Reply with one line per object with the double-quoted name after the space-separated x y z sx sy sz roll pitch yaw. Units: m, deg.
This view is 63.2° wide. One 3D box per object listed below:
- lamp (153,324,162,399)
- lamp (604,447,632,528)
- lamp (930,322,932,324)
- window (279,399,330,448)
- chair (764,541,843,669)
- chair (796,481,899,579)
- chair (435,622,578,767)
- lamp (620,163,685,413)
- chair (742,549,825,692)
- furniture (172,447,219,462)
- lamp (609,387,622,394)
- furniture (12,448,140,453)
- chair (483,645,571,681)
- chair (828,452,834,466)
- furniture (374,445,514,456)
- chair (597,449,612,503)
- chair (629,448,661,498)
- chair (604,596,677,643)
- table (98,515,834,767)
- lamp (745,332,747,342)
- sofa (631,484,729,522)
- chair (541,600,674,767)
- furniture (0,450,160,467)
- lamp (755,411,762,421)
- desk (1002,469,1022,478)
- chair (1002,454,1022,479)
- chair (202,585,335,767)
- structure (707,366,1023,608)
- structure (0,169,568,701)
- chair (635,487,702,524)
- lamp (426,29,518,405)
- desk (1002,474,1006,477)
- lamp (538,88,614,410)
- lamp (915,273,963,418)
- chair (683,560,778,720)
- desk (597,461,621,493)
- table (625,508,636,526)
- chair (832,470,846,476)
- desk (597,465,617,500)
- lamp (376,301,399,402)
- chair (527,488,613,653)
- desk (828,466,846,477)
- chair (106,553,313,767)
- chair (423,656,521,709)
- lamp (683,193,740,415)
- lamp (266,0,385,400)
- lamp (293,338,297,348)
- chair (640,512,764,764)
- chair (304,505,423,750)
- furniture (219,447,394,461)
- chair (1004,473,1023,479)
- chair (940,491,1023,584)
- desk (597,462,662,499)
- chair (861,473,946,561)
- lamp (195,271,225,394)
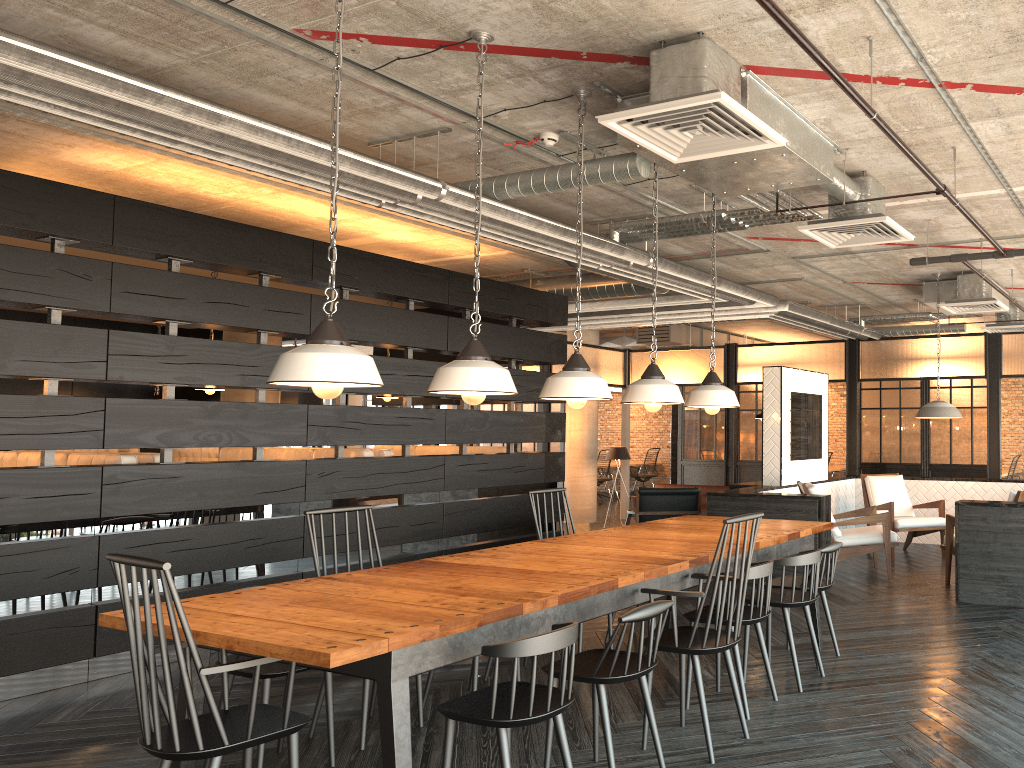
-3.967 -0.274 9.338 0.215 1.049 0.172 2 -3 -18 "lamp"
1.798 1.534 12.492 0.892 1.178 0.518 1 -3 -9 "lamp"
7.603 -0.440 14.238 0.260 0.857 3.908 -1 -3 38 "lamp"
-4.755 0.917 16.676 0.214 2.873 2.852 -1 -3 38 "window"
1.798 1.336 5.161 0.403 0.725 0.428 -1 -4 34 "chair"
3.315 1.429 8.273 0.947 0.906 0.718 0 -3 2 "chair"
-0.004 1.194 2.870 0.387 0.737 0.428 -1 -3 34 "chair"
0.809 -0.706 4.725 0.423 1.736 0.309 3 -3 -37 "lamp"
1.532 1.304 4.727 0.387 0.737 0.428 -1 -3 34 "chair"
-3.600 1.326 9.769 1.646 1.260 0.662 -1 -4 31 "furniture"
1.566 -0.253 17.641 0.260 0.857 3.908 -1 -3 38 "lamp"
-4.549 1.255 8.576 1.644 1.260 1.222 -2 -4 33 "furniture"
0.107 1.310 4.763 0.403 0.725 0.428 -1 -4 34 "chair"
5.238 1.716 14.527 0.608 1.062 0.791 -1 -4 35 "chair"
-0.831 1.240 8.201 1.638 1.260 0.675 -1 -4 31 "furniture"
1.650 1.827 16.550 0.608 1.062 0.791 -1 -4 35 "chair"
2.836 1.915 18.039 0.608 1.062 0.791 -1 -4 35 "chair"
0.890 1.354 5.608 0.387 0.737 0.428 -1 -3 34 "chair"
0.393 1.243 4.177 1.036 0.791 4.293 -2 -4 38 "table"
5.153 -0.364 15.619 0.260 0.857 3.908 -1 -3 38 "lamp"
2.537 1.770 11.855 1.411 0.637 0.768 -2 -4 31 "sofa"
0.376 1.227 3.334 0.403 0.725 0.428 -1 -4 34 "chair"
-2.976 1.080 5.507 1.636 1.260 1.222 -2 -4 33 "furniture"
2.846 0.337 9.357 0.233 0.171 0.191 0 -3 0 "lamp"
8.531 1.910 14.792 0.696 0.720 1.882 -2 -4 37 "desk"
7.688 1.640 13.146 0.608 1.062 0.791 -1 -4 35 "chair"
-0.976 1.224 3.418 0.387 0.737 0.428 -1 -3 34 "chair"
4.382 0.863 8.917 3.448 2.114 4.234 -2 -4 35 "structure"
-3.744 0.424 7.085 5.314 2.740 6.267 -2 -4 35 "structure"
1.800 1.561 9.639 0.768 0.795 1.003 0 -3 2 "chair"
-0.146 -0.777 3.526 0.331 1.736 0.402 0 -3 24 "lamp"
7.359 1.822 13.320 0.696 0.720 1.882 -2 -4 37 "desk"
0.331 -0.742 4.126 0.423 1.736 0.309 4 -4 -44 "lamp"
4.548 -0.411 8.876 0.432 1.544 0.587 -2 -4 43 "lamp"
1.125 1.279 4.295 0.387 0.737 0.428 -1 -3 34 "chair"
1.880 2.115 18.541 0.696 0.720 1.882 -2 -4 37 "desk"
1.877 1.850 11.003 0.627 0.372 0.801 -2 -4 30 "table"
6.424 1.805 16.016 0.608 1.062 0.791 -1 -4 35 "chair"
1.321 2.009 16.723 0.696 0.720 1.882 -2 -4 37 "desk"
-1.147 -0.361 7.748 0.172 1.049 0.215 -1 -3 28 "lamp"
0.392 1.184 5.239 0.426 1.032 0.524 -1 -3 35 "chair"
6.081 1.985 16.173 0.696 0.720 1.882 -2 -4 37 "desk"
-0.922 1.028 2.592 0.393 1.032 0.566 -2 -4 40 "chair"
-0.189 1.276 4.283 0.387 0.737 0.428 -1 -3 34 "chair"
1.287 -0.670 5.325 0.423 1.736 0.309 3 -3 -37 "lamp"
-0.625 -0.813 2.924 0.401 1.736 0.331 2 -3 -15 "lamp"
-2.303 -0.809 8.860 0.377 1.502 0.512 -2 -4 43 "lamp"
0.843 1.099 3.755 0.426 1.032 0.524 -1 -3 35 "chair"
-0.671 1.105 3.904 0.426 1.032 0.524 -1 -3 35 "chair"
-1.777 1.169 7.013 1.636 1.260 1.222 -2 -4 33 "furniture"
8.874 1.729 14.635 0.608 1.062 0.791 -1 -4 35 "chair"
4.476 1.390 7.574 0.808 0.906 0.832 2 -3 -19 "chair"
2.493 2.096 18.195 0.696 0.720 1.882 -2 -4 37 "desk"
4.488 1.509 9.618 0.793 0.906 0.851 1 -3 -14 "chair"
-2.277 -0.445 6.328 0.164 1.049 0.223 -2 -4 43 "lamp"
